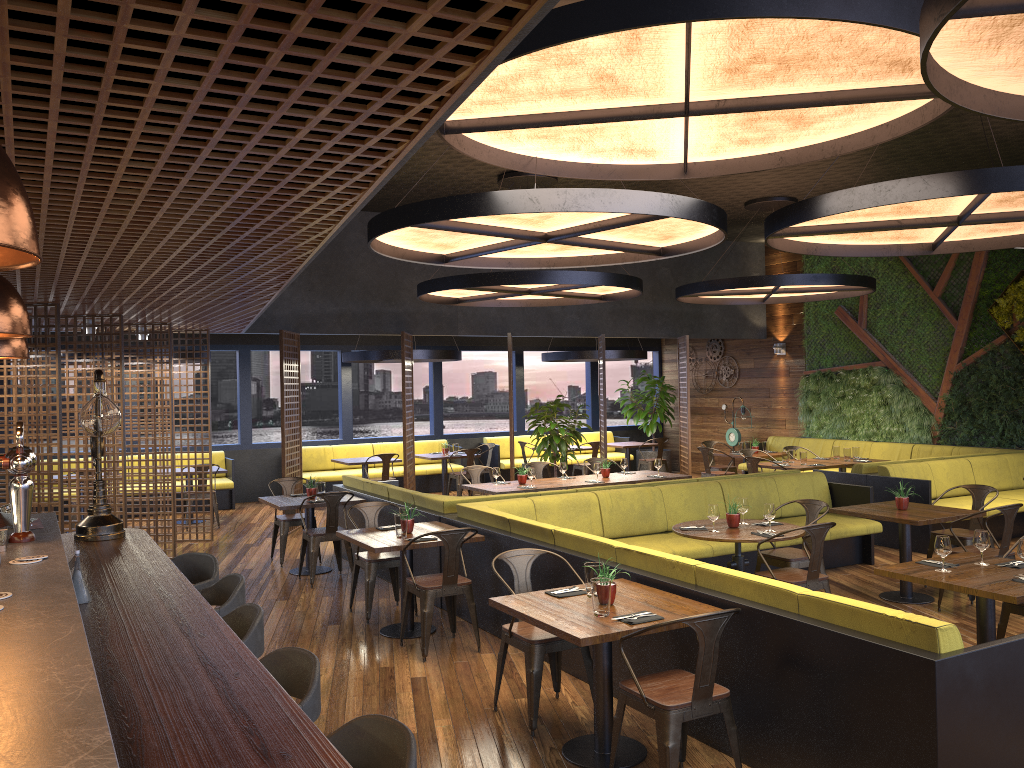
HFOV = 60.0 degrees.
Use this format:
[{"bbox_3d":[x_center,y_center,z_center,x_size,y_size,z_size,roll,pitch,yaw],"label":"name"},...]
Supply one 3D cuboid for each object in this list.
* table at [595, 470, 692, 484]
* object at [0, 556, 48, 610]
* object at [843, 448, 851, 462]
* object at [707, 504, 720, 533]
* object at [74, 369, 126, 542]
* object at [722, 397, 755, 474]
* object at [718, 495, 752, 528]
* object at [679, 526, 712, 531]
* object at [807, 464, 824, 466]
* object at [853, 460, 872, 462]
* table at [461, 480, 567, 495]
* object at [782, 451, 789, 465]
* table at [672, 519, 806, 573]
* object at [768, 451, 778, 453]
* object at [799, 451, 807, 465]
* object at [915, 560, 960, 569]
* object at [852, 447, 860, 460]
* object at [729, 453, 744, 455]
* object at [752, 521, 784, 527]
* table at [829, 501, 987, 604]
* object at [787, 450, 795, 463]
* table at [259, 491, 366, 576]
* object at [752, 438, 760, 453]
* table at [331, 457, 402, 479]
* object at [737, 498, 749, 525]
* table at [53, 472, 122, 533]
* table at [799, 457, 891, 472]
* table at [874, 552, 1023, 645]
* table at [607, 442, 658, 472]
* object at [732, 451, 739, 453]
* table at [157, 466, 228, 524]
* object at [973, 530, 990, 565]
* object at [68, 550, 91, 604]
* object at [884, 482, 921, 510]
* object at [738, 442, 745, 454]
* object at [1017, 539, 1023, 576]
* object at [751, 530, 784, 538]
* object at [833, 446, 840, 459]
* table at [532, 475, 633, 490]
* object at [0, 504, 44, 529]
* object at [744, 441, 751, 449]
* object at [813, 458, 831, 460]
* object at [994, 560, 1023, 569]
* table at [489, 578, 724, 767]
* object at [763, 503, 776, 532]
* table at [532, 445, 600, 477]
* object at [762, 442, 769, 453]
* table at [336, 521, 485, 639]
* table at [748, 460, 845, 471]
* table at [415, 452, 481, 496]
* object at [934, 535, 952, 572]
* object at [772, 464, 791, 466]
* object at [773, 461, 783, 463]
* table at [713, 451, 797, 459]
[{"bbox_3d":[1.609,1.519,11.058,0.906,0.763,0.887,-1,0,-29],"label":"table"},{"bbox_3d":[-1.379,0.489,2.432,0.200,0.106,0.766,-1,0,-29],"label":"object"},{"bbox_3d":[4.676,0.989,12.366,0.102,0.178,0.102,-1,0,7],"label":"object"},{"bbox_3d":[1.546,1.030,6.808,0.097,0.206,0.097,-1,0,13],"label":"object"},{"bbox_3d":[-2.311,0.392,4.970,0.263,0.944,0.566,-1,0,-36],"label":"object"},{"bbox_3d":[4.320,1.050,16.878,0.459,1.615,0.848,-1,0,-29],"label":"object"},{"bbox_3d":[1.733,0.991,6.968,0.238,0.271,0.260,-1,0,-7],"label":"object"},{"bbox_3d":[1.442,1.126,6.946,0.255,0.019,0.157,-1,0,4],"label":"object"},{"bbox_3d":[4.053,1.080,11.843,0.255,0.019,0.157,-1,0,-29],"label":"object"},{"bbox_3d":[4.851,1.065,12.321,0.157,0.019,0.255,-1,0,-29],"label":"object"},{"bbox_3d":[0.024,1.548,10.184,0.906,0.763,0.887,-1,0,-29],"label":"table"},{"bbox_3d":[3.720,1.007,12.058,0.102,0.178,0.102,-1,0,-43],"label":"object"},{"bbox_3d":[1.772,1.509,6.936,1.007,0.760,1.007,-1,0,9],"label":"table"},{"bbox_3d":[4.137,1.082,14.171,0.157,0.019,0.255,-1,0,-29],"label":"object"},{"bbox_3d":[3.930,1.003,11.957,0.102,0.178,0.102,-1,0,7],"label":"object"},{"bbox_3d":[2.626,1.101,5.435,0.157,0.019,0.255,-1,0,-28],"label":"object"},{"bbox_3d":[4.878,0.985,12.574,0.102,0.178,0.102,-1,0,-43],"label":"object"},{"bbox_3d":[3.523,1.094,13.921,0.157,0.019,0.255,-1,0,-29],"label":"object"},{"bbox_3d":[2.026,1.115,7.089,0.255,0.019,0.157,-1,0,-26],"label":"object"},{"bbox_3d":[3.436,1.478,7.722,0.887,0.763,0.906,-1,0,-29],"label":"table"},{"bbox_3d":[3.881,1.004,12.318,0.102,0.178,0.102,-1,0,-43],"label":"object"},{"bbox_3d":[-2.111,1.588,9.356,0.887,0.763,0.906,-1,0,-29],"label":"table"},{"bbox_3d":[3.844,0.961,14.024,0.238,0.271,0.260,-1,0,-7],"label":"object"},{"bbox_3d":[-2.349,1.601,14.326,0.887,0.763,0.906,-1,0,-29],"label":"table"},{"bbox_3d":[1.864,1.025,7.157,0.097,0.206,0.097,-1,0,10],"label":"object"},{"bbox_3d":[-5.944,1.668,12.355,0.887,0.763,0.906,-1,0,-29],"label":"table"},{"bbox_3d":[4.701,1.461,12.575,0.887,0.763,0.906,-1,0,-29],"label":"table"},{"bbox_3d":[2.815,1.486,5.219,0.906,0.763,0.887,-1,0,-29],"label":"table"},{"bbox_3d":[2.210,1.516,16.826,0.887,0.763,0.906,-1,0,-29],"label":"table"},{"bbox_3d":[3.658,1.092,14.322,0.255,0.019,0.157,-1,0,-29],"label":"object"},{"bbox_3d":[-4.717,1.645,13.028,0.887,0.763,0.906,-1,0,-29],"label":"table"},{"bbox_3d":[2.880,1.002,5.438,0.097,0.206,0.097,-1,0,-28],"label":"object"},{"bbox_3d":[-1.698,0.749,3.449,0.114,0.203,0.069,-1,0,6],"label":"object"},{"bbox_3d":[3.411,0.960,7.727,0.260,0.271,0.238,-1,0,6],"label":"object"},{"bbox_3d":[3.635,1.012,14.042,0.102,0.178,0.102,-1,0,-43],"label":"object"},{"bbox_3d":[2.964,1.000,5.106,0.097,0.206,0.097,-1,0,-37],"label":"object"},{"bbox_3d":[1.895,1.117,6.632,0.157,0.019,0.255,-1,0,-22],"label":"object"},{"bbox_3d":[4.665,0.990,12.748,0.102,0.178,0.102,-1,0,-43],"label":"object"},{"bbox_3d":[0.819,1.533,10.619,0.906,0.763,0.887,-1,0,-29],"label":"table"},{"bbox_3d":[-1.889,0.508,3.405,0.177,0.091,0.091,-1,0,36],"label":"object"},{"bbox_3d":[3.777,1.009,14.208,0.102,0.178,0.102,-1,0,7],"label":"object"},{"bbox_3d":[4.484,1.073,12.787,0.157,0.019,0.255,-1,0,-29],"label":"object"},{"bbox_3d":[3.044,1.093,5.376,0.255,0.019,0.157,-1,0,-28],"label":"object"},{"bbox_3d":[0.488,1.530,4.623,0.887,0.763,0.906,-1,0,-29],"label":"table"},{"bbox_3d":[1.973,1.022,6.787,0.097,0.206,0.097,-1,0,-4],"label":"object"},{"bbox_3d":[0.981,1.539,16.157,0.906,0.763,0.887,-1,0,-29],"label":"table"},{"bbox_3d":[4.021,1.004,14.050,0.102,0.178,0.102,-1,0,7],"label":"object"},{"bbox_3d":[-0.810,1.559,6.991,0.887,0.763,0.906,-1,0,-29],"label":"table"},{"bbox_3d":[3.884,1.476,12.127,0.887,0.763,0.906,-1,0,-29],"label":"table"},{"bbox_3d":[-1.123,1.578,15.003,0.906,0.763,0.887,-1,0,-29],"label":"table"},{"bbox_3d":[2.563,1.008,5.273,0.097,0.206,0.097,-1,0,-37],"label":"object"},{"bbox_3d":[3.607,1.089,11.937,0.157,0.019,0.255,-1,0,-29],"label":"object"},{"bbox_3d":[3.748,1.087,12.383,0.157,0.019,0.255,-1,0,-29],"label":"object"},{"bbox_3d":[3.843,1.480,14.031,0.887,0.763,0.906,-1,0,-29],"label":"table"}]
